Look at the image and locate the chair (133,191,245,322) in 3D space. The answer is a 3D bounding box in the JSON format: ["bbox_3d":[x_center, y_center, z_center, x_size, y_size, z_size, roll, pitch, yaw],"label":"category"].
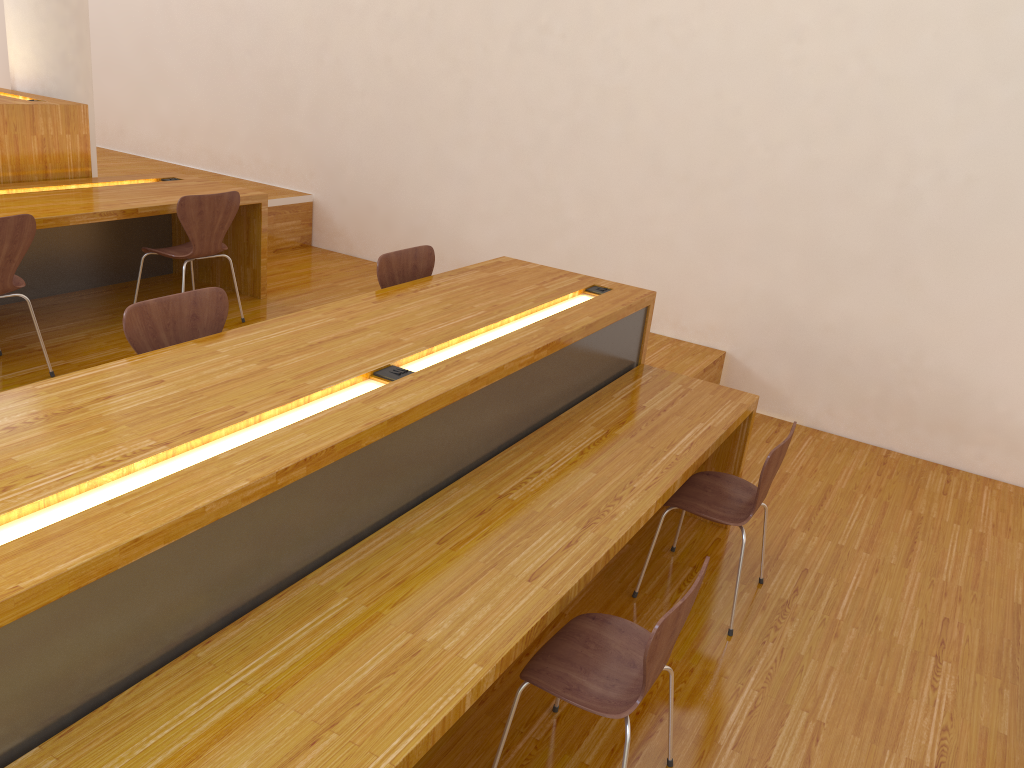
[{"bbox_3d":[-1.640,-0.645,4.479,0.381,0.693,0.428,17,23,26],"label":"chair"}]

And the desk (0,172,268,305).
[{"bbox_3d":[-2.506,-0.474,3.893,0.760,0.606,3.185,17,23,26],"label":"desk"}]

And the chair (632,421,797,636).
[{"bbox_3d":[0.741,0.449,3.204,0.381,0.693,0.428,17,23,26],"label":"chair"}]

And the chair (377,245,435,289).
[{"bbox_3d":[-0.318,-0.177,3.641,0.381,0.693,0.428,17,23,26],"label":"chair"}]

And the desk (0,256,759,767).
[{"bbox_3d":[-0.332,0.415,2.646,1.285,0.918,3.236,17,23,26],"label":"desk"}]

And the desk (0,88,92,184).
[{"bbox_3d":[-3.847,-1.525,5.192,3.185,0.606,0.760,17,23,26],"label":"desk"}]

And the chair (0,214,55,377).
[{"bbox_3d":[-2.159,-0.350,3.533,0.381,0.693,0.428,17,23,26],"label":"chair"}]

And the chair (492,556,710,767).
[{"bbox_3d":[0.221,0.745,2.257,0.381,0.693,0.428,17,23,26],"label":"chair"}]

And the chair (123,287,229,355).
[{"bbox_3d":[-0.904,0.099,2.727,0.381,0.693,0.428,17,23,26],"label":"chair"}]
